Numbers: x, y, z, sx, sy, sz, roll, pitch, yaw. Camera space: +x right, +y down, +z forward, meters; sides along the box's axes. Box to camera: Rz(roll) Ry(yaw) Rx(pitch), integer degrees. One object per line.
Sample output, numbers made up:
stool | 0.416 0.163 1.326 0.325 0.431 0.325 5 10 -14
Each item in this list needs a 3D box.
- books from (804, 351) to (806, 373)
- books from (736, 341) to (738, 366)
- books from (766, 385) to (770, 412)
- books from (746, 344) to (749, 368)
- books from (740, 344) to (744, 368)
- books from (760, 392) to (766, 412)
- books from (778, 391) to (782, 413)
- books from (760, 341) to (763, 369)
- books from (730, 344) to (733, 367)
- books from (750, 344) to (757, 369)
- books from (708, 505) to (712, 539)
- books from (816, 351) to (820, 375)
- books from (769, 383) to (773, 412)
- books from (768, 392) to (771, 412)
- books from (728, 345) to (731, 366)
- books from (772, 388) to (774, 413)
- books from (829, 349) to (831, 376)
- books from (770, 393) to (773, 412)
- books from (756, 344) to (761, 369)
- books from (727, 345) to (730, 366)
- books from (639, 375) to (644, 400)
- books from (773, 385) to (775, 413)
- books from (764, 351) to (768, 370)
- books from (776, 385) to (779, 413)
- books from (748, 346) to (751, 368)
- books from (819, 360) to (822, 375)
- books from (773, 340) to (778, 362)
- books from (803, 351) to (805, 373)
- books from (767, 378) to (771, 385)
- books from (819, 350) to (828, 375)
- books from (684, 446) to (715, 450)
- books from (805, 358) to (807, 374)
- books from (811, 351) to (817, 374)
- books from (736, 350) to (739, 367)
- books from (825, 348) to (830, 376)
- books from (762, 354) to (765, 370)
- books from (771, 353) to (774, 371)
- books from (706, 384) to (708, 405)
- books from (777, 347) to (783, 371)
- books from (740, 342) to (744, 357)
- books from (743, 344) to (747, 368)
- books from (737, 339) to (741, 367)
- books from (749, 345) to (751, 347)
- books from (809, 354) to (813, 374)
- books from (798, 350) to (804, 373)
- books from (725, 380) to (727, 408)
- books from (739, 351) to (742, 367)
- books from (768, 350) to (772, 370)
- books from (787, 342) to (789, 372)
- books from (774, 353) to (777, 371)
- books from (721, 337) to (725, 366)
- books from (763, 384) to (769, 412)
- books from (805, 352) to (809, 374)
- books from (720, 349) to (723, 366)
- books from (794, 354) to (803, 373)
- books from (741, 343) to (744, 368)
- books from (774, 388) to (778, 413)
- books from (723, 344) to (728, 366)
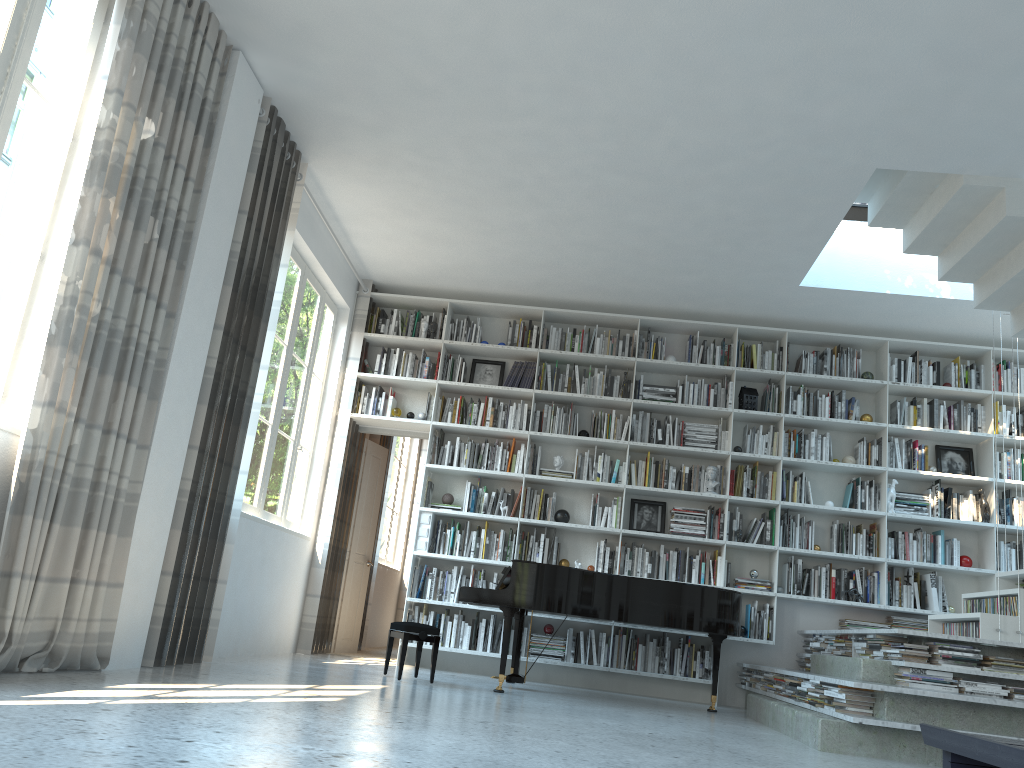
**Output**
books | 2.526 -0.148 7.709 0.012 0.254 0.134 6 -15 5
books | 1.947 -0.221 7.746 0.008 0.278 0.171 6 -15 5
books | 2.185 0.160 7.625 0.022 0.271 0.182 6 -15 5
books | 2.046 -0.200 7.745 0.008 0.261 0.142 6 -15 5
books | 1.989 -0.201 7.724 0.007 0.238 0.192 6 -15 5
books | 2.160 0.190 7.638 0.019 0.213 0.156 6 -15 5
books | 2.280 0.194 7.598 0.008 0.213 0.224 6 -15 5
books | 2.161 -0.209 7.729 0.010 0.296 0.168 6 -15 5
books | 1.911 -0.209 7.763 0.022 0.256 0.137 6 -15 5
books | 2.097 -0.195 7.726 0.054 0.254 0.191 6 -15 5
books | 1.647 1.173 7.421 0.011 0.298 0.130 6 -15 5
books | 2.632 -0.140 7.693 0.021 0.255 0.169 6 -15 5
books | 2.209 0.152 7.619 0.021 0.287 0.179 6 -15 5
books | 2.196 0.191 7.632 0.024 0.216 0.169 6 -15 5
books | 1.892 -0.204 7.755 0.014 0.238 0.153 6 -15 5
books | 2.230 0.173 7.622 0.005 0.254 0.159 6 -15 5
books | 2.736 -0.146 7.699 0.017 0.294 0.139 6 -15 5
books | 2.219 0.196 7.627 0.013 0.210 0.140 6 -15 5
books | 2.141 -0.195 7.744 0.030 0.273 0.152 6 -15 5
books | 1.879 -0.206 7.766 0.014 0.243 0.145 6 -15 5
books | 1.116 0.067 7.712 0.021 0.248 0.192 6 -15 5
books | 2.243 0.165 7.652 0.013 0.288 0.132 6 -15 5
books | 2.195 -0.160 7.711 0.024 0.201 0.180 6 -15 5
books | 2.280 0.165 7.642 0.005 0.291 0.131 6 -15 5
books | 2.055 -0.190 7.724 0.015 0.233 0.171 6 -15 5
books | 2.655 -0.102 7.699 0.031 0.190 0.133 6 -15 5
books | 2.299 -0.205 7.744 0.012 0.328 0.129 6 -15 5
books | 2.514 -0.146 7.700 0.011 0.243 0.173 6 -15 5
books | 2.198 0.132 7.648 0.025 0.338 0.143 6 -15 5
books | 2.685 -0.142 7.665 0.028 0.257 0.185 6 -15 5
books | 1.593 0.564 7.569 0.254 0.012 0.161 5 -15 8
books | 2.532 -0.115 7.690 0.009 0.183 0.160 6 -15 5
books | 2.606 -0.143 7.693 0.030 0.254 0.161 6 -15 5
books | 1.956 -0.178 7.757 0.016 0.204 0.143 6 -15 5
books | 2.715 -0.150 7.689 0.024 0.291 0.168 6 -15 5
books | 2.170 -0.152 7.710 0.022 0.179 0.173 6 -15 5
books | 2.251 -0.151 7.722 0.025 0.203 0.162 6 -15 5
books | 1.675 0.134 7.689 0.011 0.238 0.140 6 -15 5
books | 2.313 -0.175 7.701 0.029 0.252 0.187 6 -15 5
books | 2.006 -0.212 7.753 0.007 0.278 0.150 6 -15 5
books | 2.025 -0.204 7.739 0.034 0.260 0.158 6 -15 5
books | 1.972 -0.226 7.751 0.007 0.297 0.181 6 -15 5
books | 2.069 -0.194 7.761 0.007 0.263 0.133 6 -15 5
books | 2.575 -0.132 7.692 0.028 0.225 0.164 6 -15 5
books | 2.503 -0.150 7.692 0.009 0.243 0.173 6 -15 5
books | 1.841 0.122 7.687 0.010 0.298 0.134 6 -15 5
books | 1.977 -0.173 7.743 0.015 0.192 0.160 6 -15 5
books | 2.222 -0.164 7.706 0.031 0.212 0.170 6 -15 5
books | 2.379 -0.194 7.702 0.019 0.303 0.176 6 -15 5
books | 2.273 -0.146 7.712 0.022 0.193 0.182 6 -15 5
books | 1.843 -0.241 7.775 0.012 0.307 0.138 6 -15 5
books | 2.168 0.154 7.614 0.021 0.271 0.191 6 -15 5
books | 2.545 -0.140 7.682 0.013 0.229 0.174 6 -15 5
books | 1.824 -0.190 7.770 0.014 0.204 0.135 6 -15 5
books | 2.473 -0.135 7.684 0.046 0.206 0.184 6 -15 5
books | 1.998 -0.206 7.740 0.006 0.259 0.166 6 -15 5
books | 2.251 0.174 7.605 0.013 0.247 0.187 6 -15 5
books | 1.858 -0.210 7.758 0.028 0.243 0.161 6 -15 5
